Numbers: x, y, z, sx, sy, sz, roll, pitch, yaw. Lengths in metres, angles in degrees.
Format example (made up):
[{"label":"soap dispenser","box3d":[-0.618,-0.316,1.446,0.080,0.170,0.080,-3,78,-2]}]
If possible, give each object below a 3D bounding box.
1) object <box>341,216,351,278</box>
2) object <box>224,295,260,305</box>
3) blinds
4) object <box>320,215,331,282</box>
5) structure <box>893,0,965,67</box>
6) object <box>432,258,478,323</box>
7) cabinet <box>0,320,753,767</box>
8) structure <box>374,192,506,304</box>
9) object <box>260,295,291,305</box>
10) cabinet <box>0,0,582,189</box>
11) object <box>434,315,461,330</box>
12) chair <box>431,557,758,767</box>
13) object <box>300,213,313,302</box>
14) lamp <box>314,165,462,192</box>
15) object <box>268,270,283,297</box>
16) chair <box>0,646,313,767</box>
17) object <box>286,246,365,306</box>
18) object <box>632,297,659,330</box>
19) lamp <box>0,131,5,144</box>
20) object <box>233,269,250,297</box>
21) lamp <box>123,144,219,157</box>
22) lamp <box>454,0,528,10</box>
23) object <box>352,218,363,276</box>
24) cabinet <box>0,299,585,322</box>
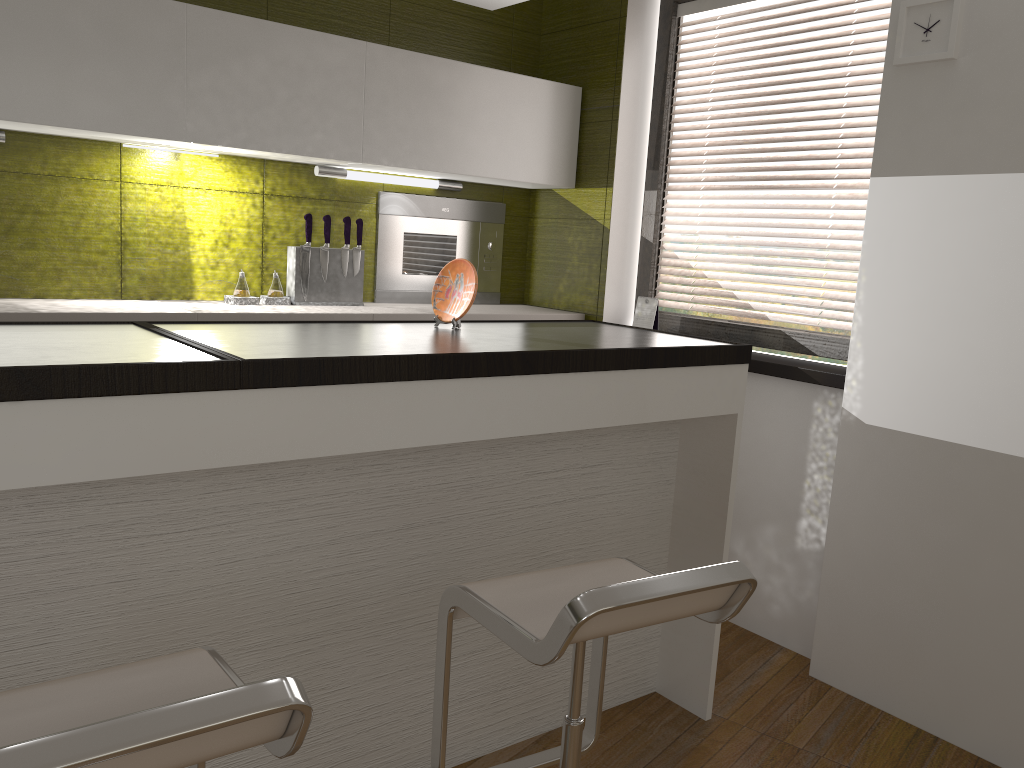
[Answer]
[{"label":"object","box3d":[-0.657,-0.540,3.503,0.036,0.243,0.013,-3,11,-38]},{"label":"object","box3d":[-1.011,-0.312,3.315,0.107,0.032,0.107,-3,11,-37]},{"label":"blinds","box3d":[1.711,-3.950,7.041,16.000,12.704,9.030,4,9,1]},{"label":"object","box3d":[-0.728,-0.526,3.450,0.042,0.264,0.013,-3,11,-38]},{"label":"structure","box3d":[1.201,-1.021,2.558,0.026,0.180,0.180,-3,11,-38]},{"label":"object","box3d":[-0.159,-0.258,2.450,0.055,0.178,0.184,-4,12,-41]},{"label":"cabinet","box3d":[-0.726,0.463,1.935,2.947,1.134,0.663,-3,11,-38]},{"label":"structure","box3d":[-0.307,-0.589,3.947,0.663,0.469,0.015,-3,11,-38]},{"label":"object","box3d":[-0.909,-0.321,3.409,0.107,0.032,0.107,-1,10,-26]},{"label":"cabinet","box3d":[-1.268,-0.246,3.143,3.471,2.089,0.724,-3,11,-38]},{"label":"object","box3d":[-0.161,-0.221,2.454,0.072,0.131,0.088,-5,12,-43]},{"label":"chair","box3d":[0.125,0.699,1.679,0.418,0.857,0.460,-2,11,-32]},{"label":"object","box3d":[-0.793,-0.485,3.408,0.046,0.339,0.013,-3,11,-38]},{"label":"lamp","box3d":[-0.497,-0.854,3.698,0.716,0.041,0.095,-3,11,-38]},{"label":"object","box3d":[-0.906,-0.375,3.400,0.059,0.121,0.059,7,9,19]},{"label":"chair","box3d":[-0.544,0.738,1.161,0.418,0.857,0.460,-3,11,-37]},{"label":"object","box3d":[-0.738,-0.424,3.516,0.293,0.227,0.107,-3,11,-38]},{"label":"object","box3d":[0.557,-0.273,3.681,0.057,0.169,0.106,-5,12,-43]},{"label":"lamp","box3d":[-1.917,-0.776,2.637,0.715,0.041,0.041,-3,11,-38]},{"label":"object","box3d":[-1.007,-0.366,3.306,0.059,0.121,0.059,5,9,8]},{"label":"lamp","box3d":[-1.222,-0.838,3.189,0.334,0.008,0.008,-3,11,-38]},{"label":"lamp","box3d":[-0.595,-1.273,1.693,1.677,0.683,0.326,-3,11,-38]},{"label":"object","box3d":[-0.617,-0.544,3.534,0.040,0.231,0.013,-3,11,-38]},{"label":"cabinet","box3d":[-1.014,0.256,3.288,2.940,1.086,0.465,-3,11,-38]}]
